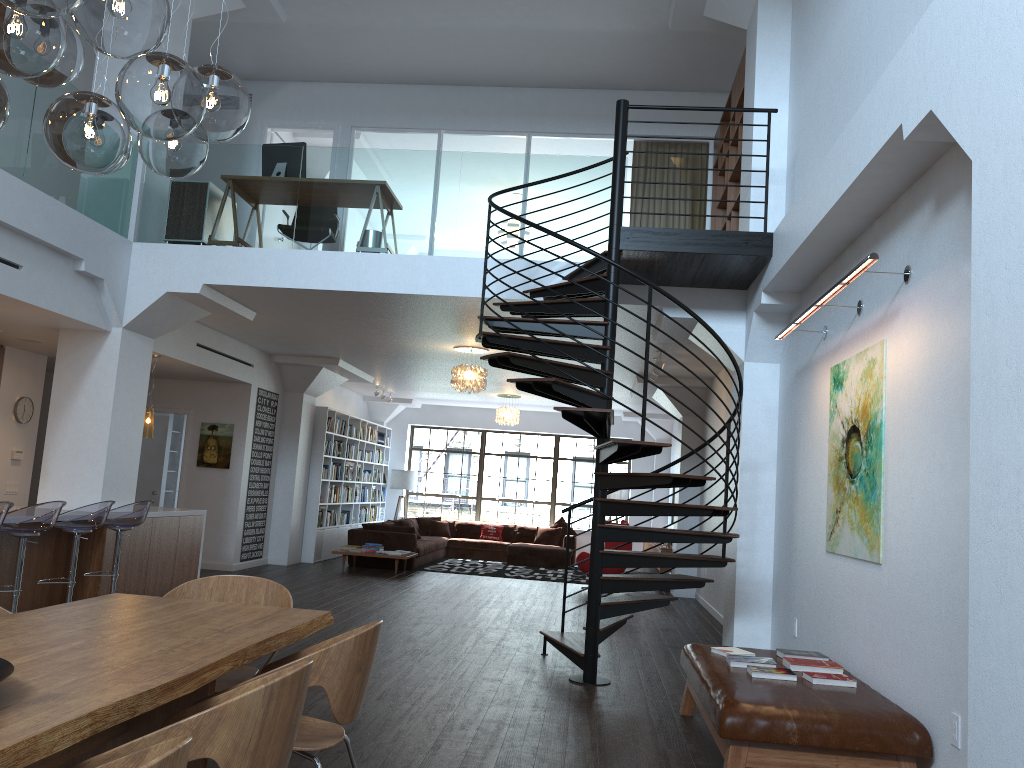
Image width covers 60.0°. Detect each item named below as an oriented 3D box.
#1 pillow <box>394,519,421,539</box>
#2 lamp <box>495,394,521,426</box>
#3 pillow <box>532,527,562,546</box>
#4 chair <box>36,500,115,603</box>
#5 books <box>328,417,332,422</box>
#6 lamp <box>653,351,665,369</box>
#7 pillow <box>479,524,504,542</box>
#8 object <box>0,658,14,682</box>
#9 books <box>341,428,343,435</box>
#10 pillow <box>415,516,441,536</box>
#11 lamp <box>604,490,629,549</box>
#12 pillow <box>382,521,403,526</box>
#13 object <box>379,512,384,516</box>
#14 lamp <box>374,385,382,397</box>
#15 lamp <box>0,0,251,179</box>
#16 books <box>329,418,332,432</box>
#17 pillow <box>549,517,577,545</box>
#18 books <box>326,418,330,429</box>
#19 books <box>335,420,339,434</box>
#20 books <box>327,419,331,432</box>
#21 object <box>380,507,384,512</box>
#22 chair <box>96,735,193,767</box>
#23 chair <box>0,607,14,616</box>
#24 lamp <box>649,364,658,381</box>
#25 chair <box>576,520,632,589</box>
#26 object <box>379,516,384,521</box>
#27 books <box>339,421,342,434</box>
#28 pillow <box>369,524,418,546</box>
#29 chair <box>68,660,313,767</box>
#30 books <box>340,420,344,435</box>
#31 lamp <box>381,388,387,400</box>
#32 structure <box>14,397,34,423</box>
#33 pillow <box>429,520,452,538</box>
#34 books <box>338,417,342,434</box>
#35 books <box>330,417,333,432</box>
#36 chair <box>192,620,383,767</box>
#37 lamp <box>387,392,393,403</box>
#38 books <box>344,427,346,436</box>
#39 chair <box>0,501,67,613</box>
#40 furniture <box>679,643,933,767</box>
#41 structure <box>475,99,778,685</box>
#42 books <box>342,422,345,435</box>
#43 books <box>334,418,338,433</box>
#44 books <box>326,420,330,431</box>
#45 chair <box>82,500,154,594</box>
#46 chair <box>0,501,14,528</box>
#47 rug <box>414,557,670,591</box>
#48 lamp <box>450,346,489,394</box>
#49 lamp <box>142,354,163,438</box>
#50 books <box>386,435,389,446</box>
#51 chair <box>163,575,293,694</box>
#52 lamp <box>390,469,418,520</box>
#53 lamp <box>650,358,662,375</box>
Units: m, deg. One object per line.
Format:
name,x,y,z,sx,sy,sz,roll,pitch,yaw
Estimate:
pillow,-1.852,2.576,15.619,0.325,0.391,0.625,1,-7,22
lamp,-0.070,0.477,15.806,0.442,0.539,0.441,10,-9,-42
pillow,0.676,2.893,16.914,0.542,0.362,0.248,1,-8,26
chair,-3.392,1.394,6.853,0.481,1.014,0.530,4,-7,3
books,-2.980,0.646,14.196,0.159,0.248,0.089,3,-7,6
lamp,1.679,-0.270,10.051,0.120,0.211,0.111,7,-7,-20
pillow,-0.391,2.880,17.133,0.465,0.308,0.220,4,-7,2
object,-1.418,0.659,1.918,0.592,0.066,0.592,9,-9,-36
books,-2.922,0.725,14.829,0.182,0.255,0.077,3,-7,6
pillow,-1.587,2.771,17.208,0.580,0.418,0.334,7,-7,-21
lamp,2.011,2.798,17.663,0.545,1.579,0.545,2,-7,16
pillow,-1.870,2.381,14.200,0.269,0.411,0.559,9,-9,-38
object,-2.779,2.616,17.903,0.331,0.088,0.410,3,-7,6
lamp,-2.376,0.120,15.621,0.111,0.211,0.120,-2,-9,39
lamp,-1.224,-1.721,2.520,0.849,2.140,1.787,3,-7,4
books,-2.975,0.655,14.163,0.161,0.222,0.084,3,-7,6
pillow,0.901,2.844,17.067,0.651,0.587,0.335,6,-7,-15
books,-2.994,0.636,13.975,0.182,0.215,0.188,3,-7,6
books,-2.945,0.694,14.530,0.174,0.242,0.105,3,-7,6
books,-2.980,0.653,14.129,0.161,0.218,0.101,3,-7,6
object,-2.780,2.529,17.915,0.316,0.088,0.410,3,-7,6
chair,-0.886,1.010,1.453,0.618,0.833,0.629,3,-7,6
chair,-1.941,1.134,3.088,0.618,0.833,0.629,4,-7,4
lamp,1.770,-0.141,11.063,0.111,0.211,0.120,-2,-9,39
chair,1.341,2.458,12.845,0.801,1.006,0.798,0,-8,31
object,-2.785,2.703,17.893,0.331,0.088,0.410,3,-7,6
books,-2.921,0.719,14.749,0.159,0.248,0.089,3,-7,6
pillow,-1.859,2.391,13.928,0.750,0.364,0.289,3,-7,5
chair,-0.838,1.105,2.210,0.618,0.833,0.629,3,-7,7
books,-2.915,0.722,14.781,0.182,0.253,0.098,3,-7,6
lamp,-2.331,0.184,16.121,0.120,0.211,0.111,9,-8,-35
structure,-5.531,0.296,10.050,0.040,0.300,0.300,3,-7,6
pillow,-1.407,2.788,17.092,0.489,0.337,0.238,7,-8,-25
books,-2.940,0.689,14.683,0.197,0.290,0.136,3,-7,6
books,-2.974,0.650,14.239,0.170,0.251,0.118,3,-7,6
chair,-0.764,1.200,2.968,0.617,0.830,0.629,3,-7,6
lamp,-2.285,0.249,16.634,0.120,0.211,0.111,7,-7,-20
books,-2.907,0.762,15.037,0.167,0.233,0.077,3,-7,6
chair,-3.465,1.313,6.225,0.481,1.014,0.530,4,-7,3
furniture,1.430,1.758,4.708,0.907,0.453,1.819,3,-7,6
structure,0.707,-0.031,6.610,1.998,4.352,1.998,9,-8,-33
books,-2.912,0.736,14.867,0.174,0.243,0.085,3,-7,6
books,-2.953,0.683,14.478,0.170,0.251,0.118,3,-7,6
books,-2.995,0.650,14.065,0.167,0.210,0.162,3,-7,6
chair,-3.336,1.473,7.476,0.481,1.014,0.530,3,-7,8
chair,-3.493,1.235,5.598,0.481,1.014,0.530,3,-7,8
rug,0.633,3.157,14.865,4.200,0.007,3.100,3,-7,7
lamp,-0.517,-0.160,10.804,0.442,0.539,0.441,10,-9,-42
lamp,-3.889,0.132,9.559,0.149,0.900,0.149,10,-9,-39
books,-2.606,1.173,18.260,0.140,0.231,0.042,3,-7,6
chair,-1.274,1.263,3.772,0.629,0.833,0.618,4,-7,1
lamp,-2.266,2.561,18.180,0.545,1.579,0.545,5,-7,-5
lamp,1.725,-0.205,10.563,0.120,0.211,0.111,9,-8,-35
